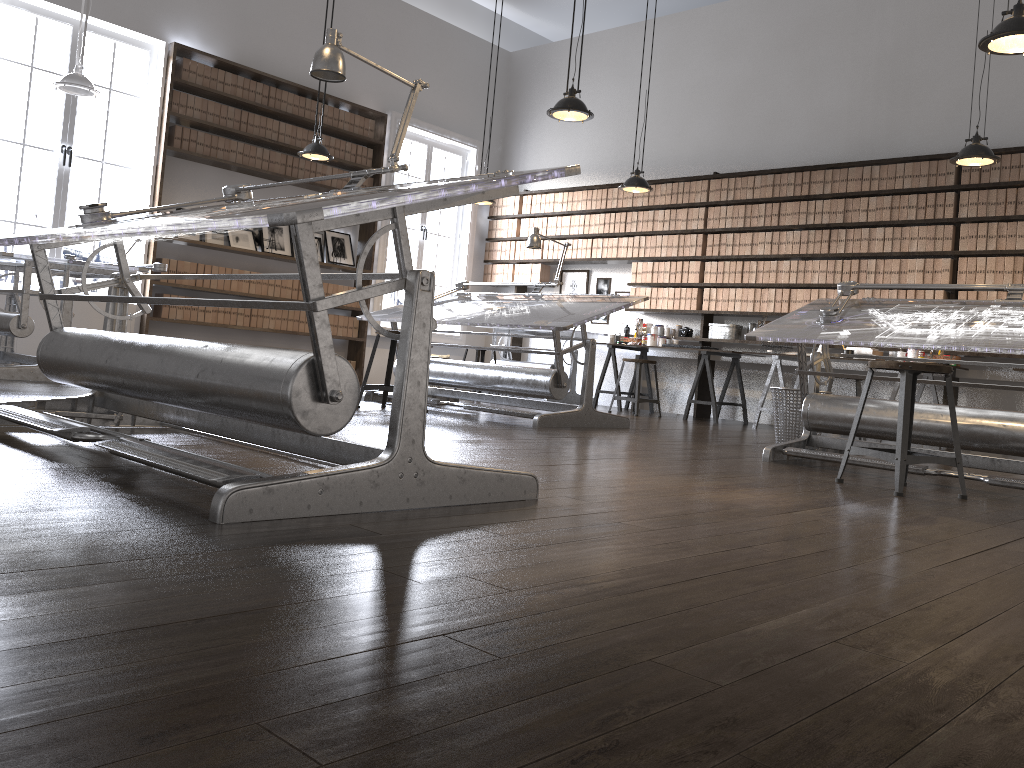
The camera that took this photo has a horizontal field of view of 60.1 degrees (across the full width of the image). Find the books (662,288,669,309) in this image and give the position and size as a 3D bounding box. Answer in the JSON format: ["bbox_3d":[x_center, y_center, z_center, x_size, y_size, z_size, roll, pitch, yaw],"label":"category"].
[{"bbox_3d":[1.639,-0.876,9.195,0.067,0.226,0.174,4,-1,43],"label":"books"}]

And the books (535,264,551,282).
[{"bbox_3d":[0.363,-1.290,10.418,0.067,0.226,0.174,4,-1,43],"label":"books"}]

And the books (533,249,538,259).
[{"bbox_3d":[0.341,-1.572,10.468,0.067,0.226,0.174,4,-1,43],"label":"books"}]

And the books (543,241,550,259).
[{"bbox_3d":[0.452,-1.552,10.363,0.067,0.226,0.174,4,-1,43],"label":"books"}]

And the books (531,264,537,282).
[{"bbox_3d":[0.313,-1.296,10.467,0.067,0.226,0.174,4,-1,43],"label":"books"}]

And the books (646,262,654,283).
[{"bbox_3d":[1.503,-1.164,9.348,0.067,0.226,0.174,4,-1,43],"label":"books"}]

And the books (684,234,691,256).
[{"bbox_3d":[1.841,-1.406,9.072,0.067,0.226,0.174,4,-1,43],"label":"books"}]

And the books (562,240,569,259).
[{"bbox_3d":[0.665,-1.529,10.164,0.067,0.226,0.174,4,-1,43],"label":"books"}]

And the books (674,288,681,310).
[{"bbox_3d":[1.743,-0.865,9.094,0.067,0.226,0.174,4,-1,43],"label":"books"}]

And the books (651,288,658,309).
[{"bbox_3d":[1.539,-0.887,9.292,0.067,0.226,0.174,4,-1,43],"label":"books"}]

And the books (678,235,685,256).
[{"bbox_3d":[1.789,-1.411,9.121,0.067,0.226,0.174,4,-1,43],"label":"books"}]

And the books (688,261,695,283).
[{"bbox_3d":[1.875,-1.123,9.007,0.067,0.226,0.174,4,-1,43],"label":"books"}]

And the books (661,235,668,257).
[{"bbox_3d":[1.643,-1.427,9.253,0.067,0.226,0.174,4,-1,43],"label":"books"}]

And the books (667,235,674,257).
[{"bbox_3d":[1.690,-1.422,9.211,0.067,0.226,0.174,4,-1,43],"label":"books"}]

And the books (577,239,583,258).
[{"bbox_3d":[0.817,-1.512,10.023,0.067,0.226,0.174,4,-1,43],"label":"books"}]

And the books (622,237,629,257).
[{"bbox_3d":[1.273,-1.461,9.597,0.067,0.226,0.174,4,-1,43],"label":"books"}]

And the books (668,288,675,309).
[{"bbox_3d":[1.690,-0.870,9.143,0.067,0.226,0.174,4,-1,43],"label":"books"}]

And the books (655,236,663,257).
[{"bbox_3d":[1.589,-1.433,9.301,0.067,0.226,0.174,4,-1,43],"label":"books"}]

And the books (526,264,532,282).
[{"bbox_3d":[0.257,-1.302,10.509,0.067,0.226,0.174,4,-1,43],"label":"books"}]

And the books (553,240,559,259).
[{"bbox_3d":[0.564,-1.540,10.261,0.067,0.226,0.174,4,-1,43],"label":"books"}]

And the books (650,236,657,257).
[{"bbox_3d":[1.540,-1.439,9.352,0.067,0.226,0.174,4,-1,43],"label":"books"}]

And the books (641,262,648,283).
[{"bbox_3d":[1.457,-1.169,9.397,0.067,0.226,0.174,4,-1,43],"label":"books"}]

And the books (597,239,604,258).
[{"bbox_3d":[1.025,-1.489,9.827,0.067,0.226,0.174,4,-1,43],"label":"books"}]

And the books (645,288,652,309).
[{"bbox_3d":[1.485,-0.893,9.337,0.067,0.226,0.174,4,-1,43],"label":"books"}]

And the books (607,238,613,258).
[{"bbox_3d":[1.131,-1.477,9.733,0.067,0.226,0.174,4,-1,43],"label":"books"}]

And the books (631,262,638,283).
[{"bbox_3d":[1.356,-1.180,9.487,0.067,0.226,0.174,4,-1,43],"label":"books"}]

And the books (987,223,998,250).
[{"bbox_3d":[3.901,-1.176,7.149,0.067,0.226,0.174,4,-1,43],"label":"books"}]

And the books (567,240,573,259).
[{"bbox_3d":[0.715,-1.523,10.112,0.067,0.226,0.174,4,-1,43],"label":"books"}]

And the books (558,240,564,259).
[{"bbox_3d":[0.616,-1.534,10.214,0.067,0.226,0.174,4,-1,43],"label":"books"}]

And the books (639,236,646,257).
[{"bbox_3d":[1.437,-1.450,9.445,0.067,0.226,0.174,4,-1,43],"label":"books"}]

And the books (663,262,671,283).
[{"bbox_3d":[1.657,-1.147,9.207,0.067,0.226,0.174,4,-1,43],"label":"books"}]

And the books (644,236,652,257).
[{"bbox_3d":[1.491,-1.445,9.400,0.067,0.226,0.174,4,-1,43],"label":"books"}]

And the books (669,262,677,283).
[{"bbox_3d":[1.712,-1.141,9.162,0.067,0.226,0.174,4,-1,43],"label":"books"}]

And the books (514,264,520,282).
[{"bbox_3d":[0.111,-1.318,10.648,0.067,0.226,0.174,4,-1,43],"label":"books"}]

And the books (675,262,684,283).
[{"bbox_3d":[1.763,-1.135,9.107,0.067,0.226,0.174,4,-1,43],"label":"books"}]

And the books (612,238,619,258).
[{"bbox_3d":[1.176,-1.472,9.683,0.067,0.226,0.174,4,-1,43],"label":"books"}]

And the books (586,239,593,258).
[{"bbox_3d":[0.917,-1.501,9.926,0.067,0.226,0.174,4,-1,43],"label":"books"}]

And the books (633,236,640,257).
[{"bbox_3d":[1.382,-1.456,9.492,0.067,0.226,0.174,4,-1,43],"label":"books"}]

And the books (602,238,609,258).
[{"bbox_3d":[1.079,-1.483,9.782,0.067,0.226,0.174,4,-1,43],"label":"books"}]

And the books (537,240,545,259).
[{"bbox_3d":[0.385,-1.567,10.421,0.067,0.226,0.174,4,-1,43],"label":"books"}]

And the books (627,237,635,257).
[{"bbox_3d":[1.325,-1.456,9.546,0.067,0.226,0.174,4,-1,43],"label":"books"}]

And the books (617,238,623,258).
[{"bbox_3d":[1.228,-1.466,9.641,0.067,0.226,0.174,4,-1,43],"label":"books"}]

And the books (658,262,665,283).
[{"bbox_3d":[1.608,-1.152,9.259,0.067,0.226,0.174,4,-1,43],"label":"books"}]

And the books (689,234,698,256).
[{"bbox_3d":[1.890,-1.400,9.021,0.067,0.226,0.174,4,-1,43],"label":"books"}]

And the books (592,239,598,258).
[{"bbox_3d":[0.976,-1.494,9.879,0.067,0.226,0.174,4,-1,43],"label":"books"}]

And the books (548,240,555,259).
[{"bbox_3d":[0.510,-1.546,10.306,0.067,0.226,0.174,4,-1,43],"label":"books"}]

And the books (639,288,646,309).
[{"bbox_3d":[1.433,-0.899,9.387,0.067,0.226,0.174,4,-1,43],"label":"books"}]

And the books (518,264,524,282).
[{"bbox_3d":[0.165,-1.312,10.600,0.067,0.226,0.174,4,-1,43],"label":"books"}]

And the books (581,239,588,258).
[{"bbox_3d":[0.867,-1.506,9.980,0.067,0.226,0.174,4,-1,43],"label":"books"}]

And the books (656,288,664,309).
[{"bbox_3d":[1.591,-0.882,9.246,0.067,0.226,0.174,4,-1,43],"label":"books"}]

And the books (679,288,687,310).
[{"bbox_3d":[1.792,-0.859,9.054,0.067,0.226,0.174,4,-1,43],"label":"books"}]

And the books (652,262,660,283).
[{"bbox_3d":[1.556,-1.158,9.307,0.067,0.226,0.174,4,-1,43],"label":"books"}]

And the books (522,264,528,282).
[{"bbox_3d":[0.212,-1.307,10.558,0.067,0.226,0.174,4,-1,43],"label":"books"}]

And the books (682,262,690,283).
[{"bbox_3d":[1.821,-1.129,9.061,0.067,0.226,0.174,4,-1,43],"label":"books"}]

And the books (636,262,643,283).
[{"bbox_3d":[1.410,-1.174,9.439,0.067,0.226,0.174,4,-1,43],"label":"books"}]

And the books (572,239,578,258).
[{"bbox_3d":[0.768,-1.517,10.063,0.067,0.226,0.174,4,-1,43],"label":"books"}]
